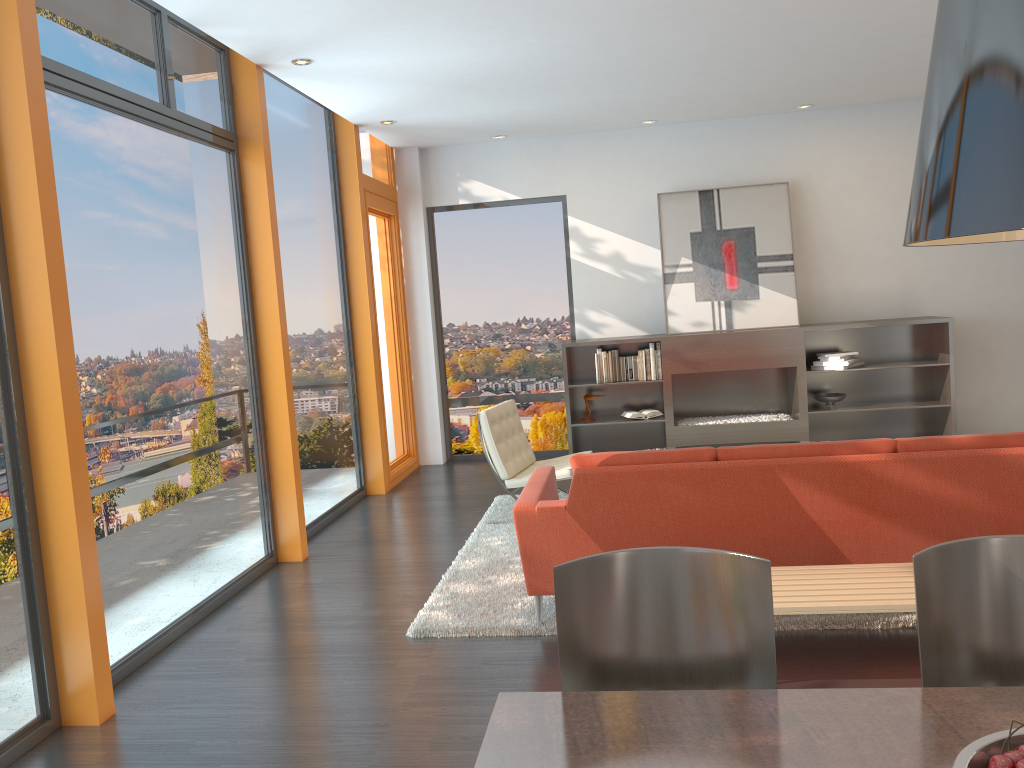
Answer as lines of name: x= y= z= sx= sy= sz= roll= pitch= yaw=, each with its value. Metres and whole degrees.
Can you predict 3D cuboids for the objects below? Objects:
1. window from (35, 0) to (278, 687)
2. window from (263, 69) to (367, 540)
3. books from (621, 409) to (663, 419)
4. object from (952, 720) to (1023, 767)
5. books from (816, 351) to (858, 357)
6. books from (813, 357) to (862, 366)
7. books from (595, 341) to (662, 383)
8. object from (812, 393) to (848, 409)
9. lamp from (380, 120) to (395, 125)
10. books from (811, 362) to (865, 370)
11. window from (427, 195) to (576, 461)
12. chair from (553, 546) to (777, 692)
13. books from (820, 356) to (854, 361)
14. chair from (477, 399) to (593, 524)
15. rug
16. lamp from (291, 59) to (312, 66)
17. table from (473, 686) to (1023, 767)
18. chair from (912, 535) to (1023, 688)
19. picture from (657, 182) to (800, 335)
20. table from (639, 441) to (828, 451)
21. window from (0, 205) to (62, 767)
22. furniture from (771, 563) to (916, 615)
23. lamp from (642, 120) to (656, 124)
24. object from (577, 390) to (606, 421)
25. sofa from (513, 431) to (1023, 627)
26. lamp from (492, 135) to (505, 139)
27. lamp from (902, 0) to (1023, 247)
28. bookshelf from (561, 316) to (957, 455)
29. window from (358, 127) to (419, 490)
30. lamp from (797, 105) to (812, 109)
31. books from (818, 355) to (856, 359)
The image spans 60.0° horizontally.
window: x=-1.812 y=-0.399 z=4.586 sx=0.070 sy=3.344 sz=2.106 roll=-4 pitch=5 yaw=8
window: x=-1.535 y=-0.606 z=6.644 sx=0.070 sy=3.344 sz=1.845 roll=-4 pitch=5 yaw=8
books: x=1.211 y=0.285 z=8.273 sx=0.336 sy=0.064 sz=0.234 roll=-5 pitch=5 yaw=-12
object: x=0.857 y=0.600 z=1.247 sx=0.427 sy=0.154 sz=0.427 roll=-8 pitch=6 yaw=-38
books: x=2.928 y=-0.269 z=7.988 sx=0.300 sy=0.020 sz=0.210 roll=-4 pitch=5 yaw=-2
books: x=2.933 y=-0.201 z=7.994 sx=0.314 sy=0.038 sz=0.398 roll=0 pitch=7 yaw=37
books: x=1.079 y=-0.207 z=8.226 sx=0.592 sy=0.339 sz=0.324 roll=-3 pitch=5 yaw=8
object: x=2.882 y=0.159 z=8.032 sx=0.309 sy=0.116 sz=0.309 roll=0 pitch=7 yaw=42
lamp: x=-1.045 y=-2.191 z=7.437 sx=0.129 sy=0.010 sz=0.129 roll=-8 pitch=6 yaw=-37
books: x=2.935 y=-0.164 z=7.997 sx=0.398 sy=0.038 sz=0.314 roll=-9 pitch=7 yaw=-42
window: x=-0.091 y=-0.913 z=8.896 sx=1.409 sy=3.338 sz=0.065 roll=-4 pitch=5 yaw=8
chair: x=0.338 y=0.893 z=1.822 sx=0.548 sy=0.967 sz=0.615 roll=-4 pitch=5 yaw=8
books: x=2.931 y=-0.230 z=7.991 sx=0.210 sy=0.020 sz=0.300 roll=0 pitch=7 yaw=37
chair: x=0.177 y=0.546 z=6.434 sx=0.707 sy=0.816 sz=0.700 roll=-3 pitch=5 yaw=18
rug: x=1.569 y=0.951 z=5.473 sx=3.772 sy=0.043 sz=2.986 roll=-3 pitch=5 yaw=8
lamp: x=-1.306 y=-1.997 z=5.503 sx=0.129 sy=0.010 sz=0.129 roll=-8 pitch=6 yaw=-37
table: x=0.983 y=1.052 z=1.256 sx=2.151 sy=0.764 sz=1.172 roll=-3 pitch=5 yaw=8
chair: x=1.094 y=0.847 z=1.716 sx=0.548 sy=0.967 sz=0.615 roll=-4 pitch=5 yaw=8
picture: x=2.004 y=-1.167 z=8.262 sx=1.208 sy=1.337 sz=0.269 roll=-3 pitch=5 yaw=8
table: x=1.499 y=0.698 z=5.833 sx=1.999 sy=0.463 sz=0.948 roll=-3 pitch=5 yaw=9
window: x=-2.161 y=-0.138 z=1.998 sx=0.070 sy=3.344 sz=2.926 roll=-4 pitch=5 yaw=8
furniture: x=1.330 y=0.971 z=3.538 sx=2.005 sy=0.357 sz=0.493 roll=-3 pitch=5 yaw=8
lamp: x=1.271 y=-2.434 z=8.246 sx=0.129 sy=0.010 sz=0.129 roll=-8 pitch=6 yaw=-37
object: x=0.739 y=0.199 z=8.363 sx=0.245 sy=0.290 sz=0.202 roll=-2 pitch=5 yaw=28
sofa: x=1.360 y=0.644 z=4.364 sx=2.597 sy=0.852 sz=1.039 roll=-3 pitch=5 yaw=8
lamp: x=-0.126 y=-2.350 z=8.442 sx=0.129 sy=0.010 sz=0.129 roll=-8 pitch=6 yaw=-37
lamp: x=0.768 y=-0.993 z=1.108 sx=0.567 sy=1.579 sz=0.567 roll=-1 pitch=6 yaw=37
bookshelf: x=2.205 y=0.078 z=8.198 sx=3.387 sy=1.162 sz=0.570 roll=-3 pitch=5 yaw=8
window: x=-1.227 y=-0.772 z=8.220 sx=0.211 sy=3.344 sz=1.157 roll=-4 pitch=5 yaw=8
lamp: x=2.652 y=-2.517 z=8.052 sx=0.129 sy=0.010 sz=0.129 roll=-8 pitch=6 yaw=-37
books: x=2.929 y=-0.249 z=7.990 sx=0.300 sy=0.020 sz=0.210 roll=-9 pitch=7 yaw=-42
